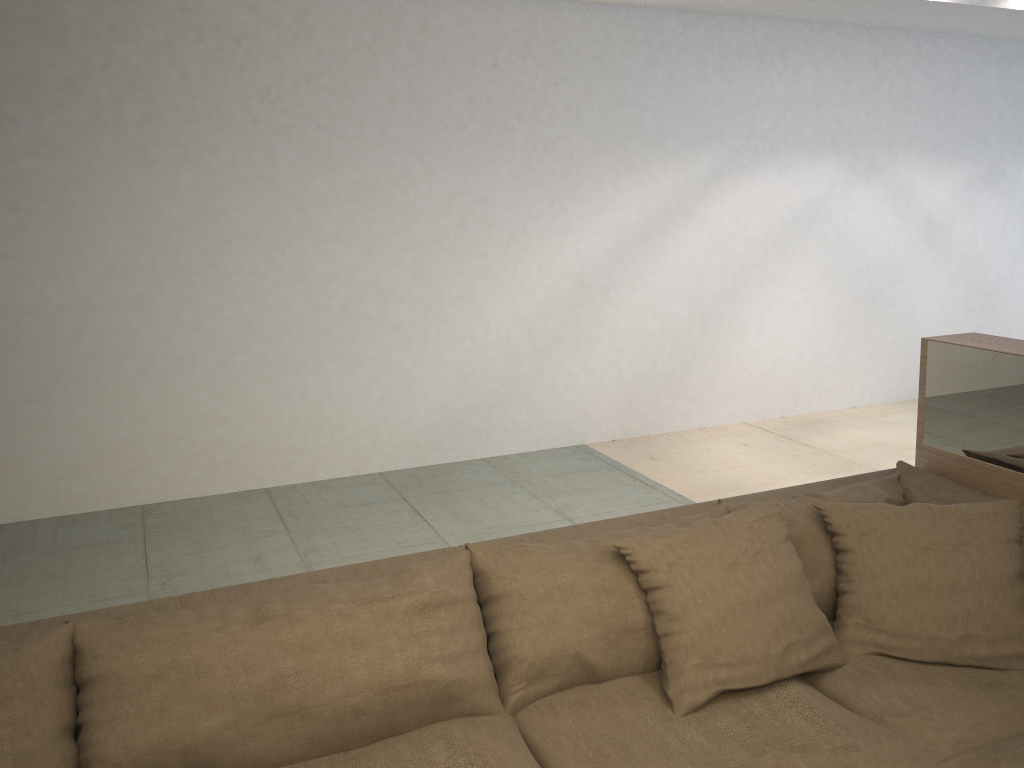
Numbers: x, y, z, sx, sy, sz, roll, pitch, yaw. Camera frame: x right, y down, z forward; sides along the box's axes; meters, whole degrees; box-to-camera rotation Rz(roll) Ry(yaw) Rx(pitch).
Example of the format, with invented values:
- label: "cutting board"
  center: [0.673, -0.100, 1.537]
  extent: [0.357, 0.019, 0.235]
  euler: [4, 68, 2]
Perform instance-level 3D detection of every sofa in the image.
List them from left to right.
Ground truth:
- label: "sofa"
  center: [0.516, 1.020, 0.410]
  extent: [3.186, 0.668, 3.805]
  euler: [-6, 13, -23]

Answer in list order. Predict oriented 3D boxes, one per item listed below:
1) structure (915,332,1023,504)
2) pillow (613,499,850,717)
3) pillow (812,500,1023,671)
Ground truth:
- label: "structure"
  center: [2.093, 0.696, 1.056]
  extent: [0.224, 0.996, 3.813]
  euler: [-4, 12, -23]
- label: "pillow"
  center: [0.490, 0.484, 1.985]
  extent: [0.496, 0.335, 0.315]
  euler: [-7, 11, -29]
- label: "pillow"
  center: [0.979, 0.461, 2.078]
  extent: [0.502, 0.353, 0.301]
  euler: [1, 10, 9]
